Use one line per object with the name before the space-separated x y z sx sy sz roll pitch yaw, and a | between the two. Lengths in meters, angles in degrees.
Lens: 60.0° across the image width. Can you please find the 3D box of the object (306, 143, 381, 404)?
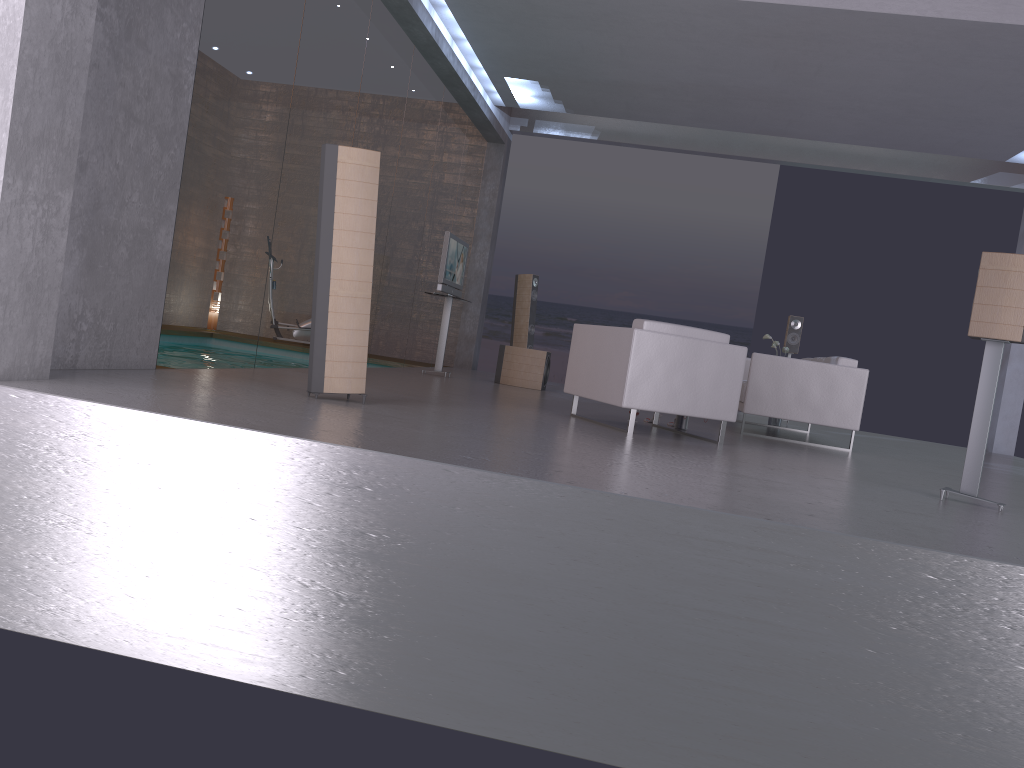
object | -0.998 -0.642 5.199 0.444 1.473 0.244 7 3 -36

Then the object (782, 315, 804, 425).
object | 3.490 -0.174 11.249 0.243 1.363 0.333 9 3 15

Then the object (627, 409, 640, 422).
object | 1.027 0.198 7.414 0.091 0.233 0.091 11 3 37

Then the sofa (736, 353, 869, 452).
sofa | 2.759 0.093 8.987 1.026 0.824 2.353 9 3 9

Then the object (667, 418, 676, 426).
object | 1.389 0.321 7.537 0.079 0.087 0.235 8 3 -13

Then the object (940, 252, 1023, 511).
object | 2.604 -0.018 4.797 0.333 1.363 0.243 11 3 40

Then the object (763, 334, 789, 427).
object | 3.123 -0.034 10.412 0.400 1.051 0.387 6 4 -43

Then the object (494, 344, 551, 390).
object | 0.136 -0.199 10.613 0.604 0.459 0.514 9 3 9

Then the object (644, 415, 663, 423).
object | 1.199 0.290 7.575 0.079 0.087 0.235 8 3 -24

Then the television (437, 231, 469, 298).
television | -0.663 -1.339 10.086 0.054 0.644 1.000 9 3 9

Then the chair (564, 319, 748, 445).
chair | 1.037 -0.056 6.676 0.936 0.808 1.026 8 3 -21

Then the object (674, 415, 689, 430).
object | 1.425 0.160 7.311 0.109 0.435 0.109 11 3 36

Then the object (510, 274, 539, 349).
object | 0.139 -0.787 12.299 0.444 1.469 0.244 10 3 34

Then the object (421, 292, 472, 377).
object | -0.782 -0.571 10.124 0.360 0.958 0.818 9 3 9
